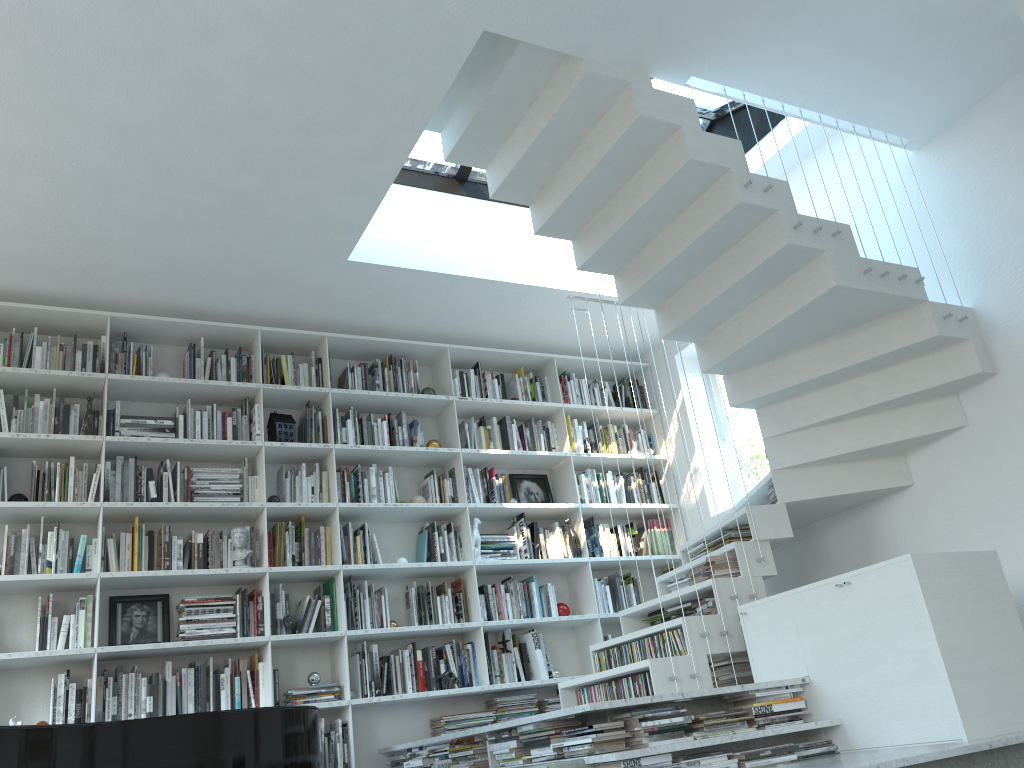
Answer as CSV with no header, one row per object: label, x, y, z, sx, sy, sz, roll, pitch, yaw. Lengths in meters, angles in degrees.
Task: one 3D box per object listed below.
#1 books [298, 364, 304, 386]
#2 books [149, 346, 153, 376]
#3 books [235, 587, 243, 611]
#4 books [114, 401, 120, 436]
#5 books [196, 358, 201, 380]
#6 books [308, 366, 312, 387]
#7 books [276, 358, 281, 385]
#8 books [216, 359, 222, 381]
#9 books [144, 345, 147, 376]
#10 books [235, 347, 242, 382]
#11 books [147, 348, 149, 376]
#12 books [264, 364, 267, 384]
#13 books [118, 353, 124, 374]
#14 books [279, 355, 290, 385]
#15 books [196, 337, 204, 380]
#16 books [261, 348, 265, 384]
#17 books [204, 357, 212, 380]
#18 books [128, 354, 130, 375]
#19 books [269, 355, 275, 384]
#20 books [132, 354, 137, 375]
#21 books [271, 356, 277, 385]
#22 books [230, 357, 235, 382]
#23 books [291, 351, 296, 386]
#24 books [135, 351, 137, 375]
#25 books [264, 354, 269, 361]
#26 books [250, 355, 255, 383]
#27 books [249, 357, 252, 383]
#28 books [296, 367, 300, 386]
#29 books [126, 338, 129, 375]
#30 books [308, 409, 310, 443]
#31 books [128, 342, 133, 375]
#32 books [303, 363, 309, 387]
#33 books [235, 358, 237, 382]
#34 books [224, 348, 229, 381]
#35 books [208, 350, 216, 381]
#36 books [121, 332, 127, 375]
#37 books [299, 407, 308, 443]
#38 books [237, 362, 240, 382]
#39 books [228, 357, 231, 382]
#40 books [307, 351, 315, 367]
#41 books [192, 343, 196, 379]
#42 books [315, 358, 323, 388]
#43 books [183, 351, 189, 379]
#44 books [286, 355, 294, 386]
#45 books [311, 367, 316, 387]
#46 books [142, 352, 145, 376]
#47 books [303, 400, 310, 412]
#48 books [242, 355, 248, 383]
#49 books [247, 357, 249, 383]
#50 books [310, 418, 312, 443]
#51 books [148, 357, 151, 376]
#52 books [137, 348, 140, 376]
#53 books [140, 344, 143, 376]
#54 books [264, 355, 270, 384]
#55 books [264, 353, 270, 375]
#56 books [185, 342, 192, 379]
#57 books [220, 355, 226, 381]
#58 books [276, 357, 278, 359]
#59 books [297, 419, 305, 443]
books,-1.349,0.004,5.596,0.024,0.201,0.181,4,-25,-28
books,-2.124,-0.075,5.204,0.011,0.255,0.144,4,-25,-28
books,-1.511,1.290,4.912,0.011,0.297,0.130,4,-25,-28
books,-2.220,0.246,4.970,0.021,0.248,0.192,4,-25,-28
books,-1.899,-0.031,5.327,0.031,0.207,0.147,4,-25,-28
books,-1.307,0.014,5.636,0.025,0.202,0.163,4,-25,-28
books,-1.474,-0.022,5.531,0.015,0.233,0.171,4,-25,-28
books,-1.785,-0.028,5.367,0.033,0.202,0.167,4,-25,-28
books,-2.150,-0.077,5.188,0.005,0.254,0.168,4,-25,-28
books,-1.683,-0.061,5.460,0.012,0.307,0.138,4,-25,-28
books,-2.151,-0.066,5.206,0.013,0.248,0.148,4,-25,-28
books,-1.547,-0.001,5.502,0.015,0.192,0.160,4,-25,-28
books,-2.263,-0.058,5.114,0.026,0.193,0.167,4,-25,-28
books,-1.441,-0.027,5.557,0.054,0.253,0.191,4,-25,-28
books,-1.880,-0.094,5.342,0.010,0.330,0.187,4,-25,-28
books,-1.562,-0.052,5.511,0.007,0.297,0.181,4,-25,-28
books,-1.848,-0.035,5.337,0.050,0.210,0.173,4,-25,-28
books,-2.235,-0.052,5.152,0.011,0.204,0.146,4,-25,-28
books,-1.509,-0.032,5.529,0.034,0.260,0.158,4,-25,-28
books,-2.204,-0.052,5.152,0.023,0.195,0.173,4,-25,-28
books,-1.494,-0.028,5.545,0.008,0.261,0.142,4,-25,-28
books,-1.713,-0.029,5.388,0.023,0.201,0.194,4,-25,-28
books,-1.391,-0.041,5.597,0.010,0.296,0.168,4,-25,-28
books,-2.202,-0.060,5.182,0.006,0.232,0.136,4,-25,-28
books,-1.532,-0.034,5.515,0.006,0.258,0.166,4,-25,-28
books,-1.616,-0.033,5.485,0.022,0.256,0.137,4,-25,-28
books,-1.628,-0.028,5.468,0.014,0.237,0.153,4,-25,-28
books,-1.367,0.012,5.580,0.022,0.179,0.173,4,-25,-28
books,-2.245,-0.100,5.154,0.010,0.295,0.153,4,-25,-28
books,-1.277,0.308,5.487,0.022,0.270,0.182,4,-25,-28
books,-2.218,-0.090,5.147,0.011,0.263,0.164,4,-25,-28
books,-1.323,-0.001,5.608,0.031,0.212,0.170,4,-25,-28
books,-1.713,-0.024,5.441,0.026,0.232,0.137,4,-25,-28
books,-1.746,-0.059,5.393,0.010,0.269,0.180,4,-25,-28
books,-1.826,-0.053,5.381,0.028,0.268,0.140,4,-25,-28
books,-2.262,-0.118,5.161,0.014,0.339,0.145,4,-25,-28
books,-1.286,0.302,5.468,0.021,0.271,0.191,4,-25,-28
books,-1.691,-0.012,5.440,0.014,0.203,0.135,4,-25,-28
books,-1.737,-0.030,5.396,0.012,0.216,0.180,4,-25,-28
books,-1.284,-0.037,5.686,0.012,0.328,0.129,4,-25,-28
books,-1.918,-0.077,5.324,0.011,0.295,0.158,4,-25,-28
books,-1.246,-0.014,5.655,0.029,0.252,0.187,4,-25,-28
books,-1.950,-0.052,5.306,0.012,0.244,0.151,4,-25,-28
books,-1.415,-0.025,5.597,0.030,0.273,0.152,4,-25,-28
books,-1.283,0.017,5.639,0.022,0.193,0.182,4,-25,-28
books,-2.158,-0.061,5.178,0.016,0.218,0.144,4,-25,-28
books,-1.282,0.284,5.515,0.025,0.338,0.143,4,-25,-28
books,-1.658,-0.033,5.451,0.028,0.243,0.161,4,-25,-28
books,-1.644,-0.028,5.469,0.014,0.243,0.145,4,-25,-28
books,-1.269,0.340,5.495,0.024,0.216,0.169,4,-25,-28
books,-2.132,-0.041,5.192,0.010,0.186,0.153,4,-25,-28
books,-2.189,-0.071,5.179,0.014,0.247,0.140,4,-25,-28
books,-2.175,-0.081,5.183,0.013,0.263,0.147,4,-25,-28
books,-1.529,-0.032,5.496,0.007,0.238,0.192,4,-25,-28
books,-1.533,-0.038,5.530,0.007,0.278,0.151,4,-25,-28
books,-1.934,-0.080,5.306,0.014,0.291,0.176,4,-25,-28
books,-1.765,-0.039,5.390,0.023,0.235,0.154,4,-25,-28
books,-1.483,-0.021,5.570,0.007,0.263,0.133,4,-25,-28
books,-1.303,0.341,5.480,0.019,0.213,0.156,4,-25,-28
